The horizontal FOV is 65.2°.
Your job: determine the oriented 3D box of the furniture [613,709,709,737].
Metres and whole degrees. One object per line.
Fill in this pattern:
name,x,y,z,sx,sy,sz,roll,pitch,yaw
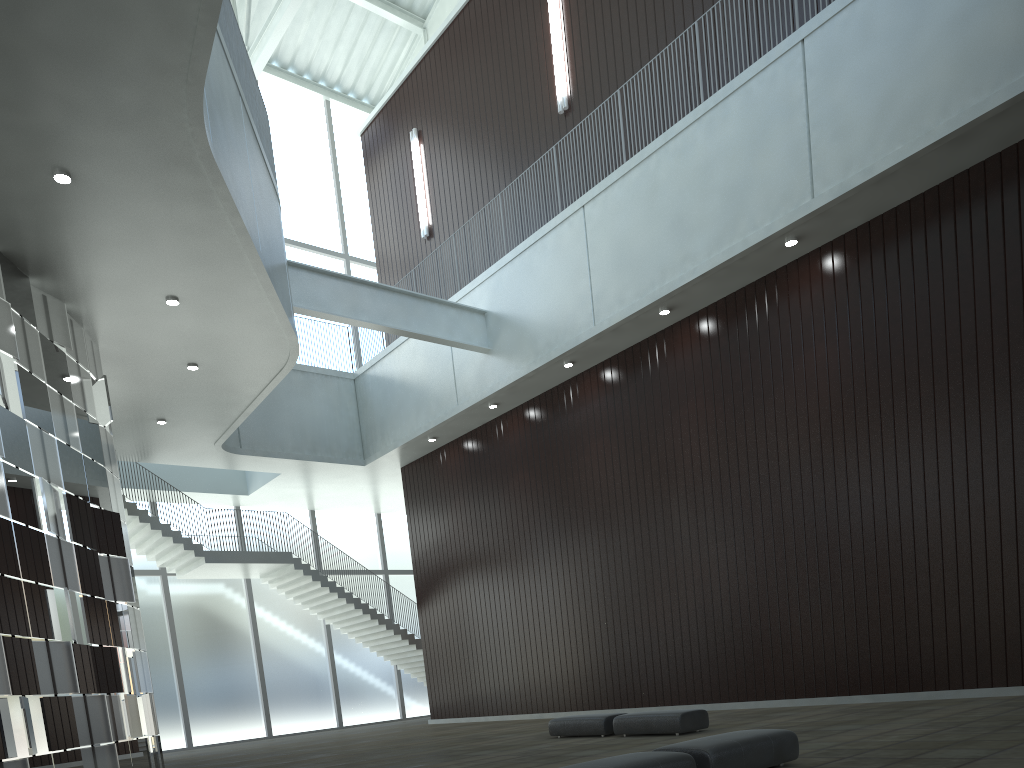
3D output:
furniture,6.745,15.473,36.521,2.115,1.053,4.245,5,-22,-38

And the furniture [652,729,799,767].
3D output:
furniture,5.804,10.124,21.774,3.994,1.058,2.247,9,-21,-38

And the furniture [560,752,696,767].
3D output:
furniture,2.322,9.469,18.964,3.994,1.058,2.247,9,-21,-38

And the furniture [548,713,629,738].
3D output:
furniture,3.895,17.089,40.038,2.115,1.053,4.245,5,-22,-38
